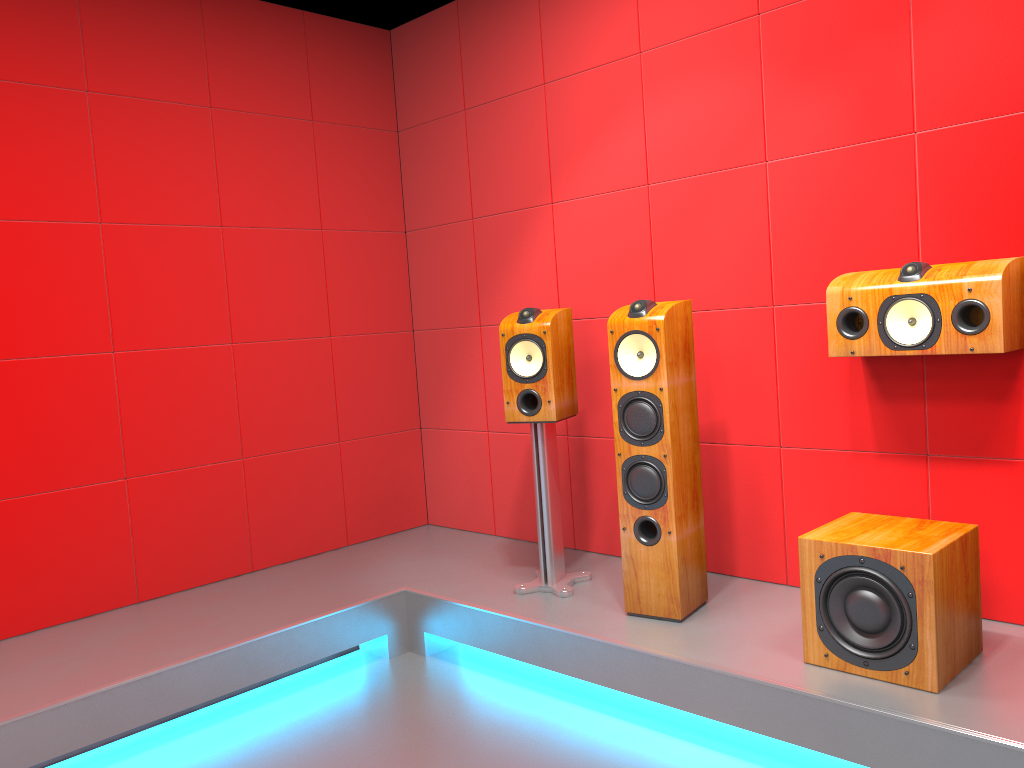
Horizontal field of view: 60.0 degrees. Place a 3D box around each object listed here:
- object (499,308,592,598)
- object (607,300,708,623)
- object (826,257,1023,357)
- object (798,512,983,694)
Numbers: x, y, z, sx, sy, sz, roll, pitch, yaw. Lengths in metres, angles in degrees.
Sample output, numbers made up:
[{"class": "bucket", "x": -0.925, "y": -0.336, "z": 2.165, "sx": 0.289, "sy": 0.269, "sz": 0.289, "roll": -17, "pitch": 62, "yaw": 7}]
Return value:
[{"class": "object", "x": 0.123, "y": 0.241, "z": 3.342, "sx": 0.231, "sy": 1.058, "sz": 0.265, "roll": -2, "pitch": 4, "yaw": 25}, {"class": "object", "x": 0.490, "y": 0.243, "z": 2.979, "sx": 0.203, "sy": 1.052, "sz": 0.238, "roll": -1, "pitch": 5, "yaw": 35}, {"class": "object", "x": 1.224, "y": -0.228, "z": 2.641, "sx": 0.493, "sy": 0.271, "sz": 0.235, "roll": 0, "pitch": 5, "yaw": 45}, {"class": "object", "x": 1.051, "y": 0.586, "z": 2.465, "sx": 0.360, "sy": 0.360, "sz": 0.360, "roll": 0, "pitch": 5, "yaw": 45}]
